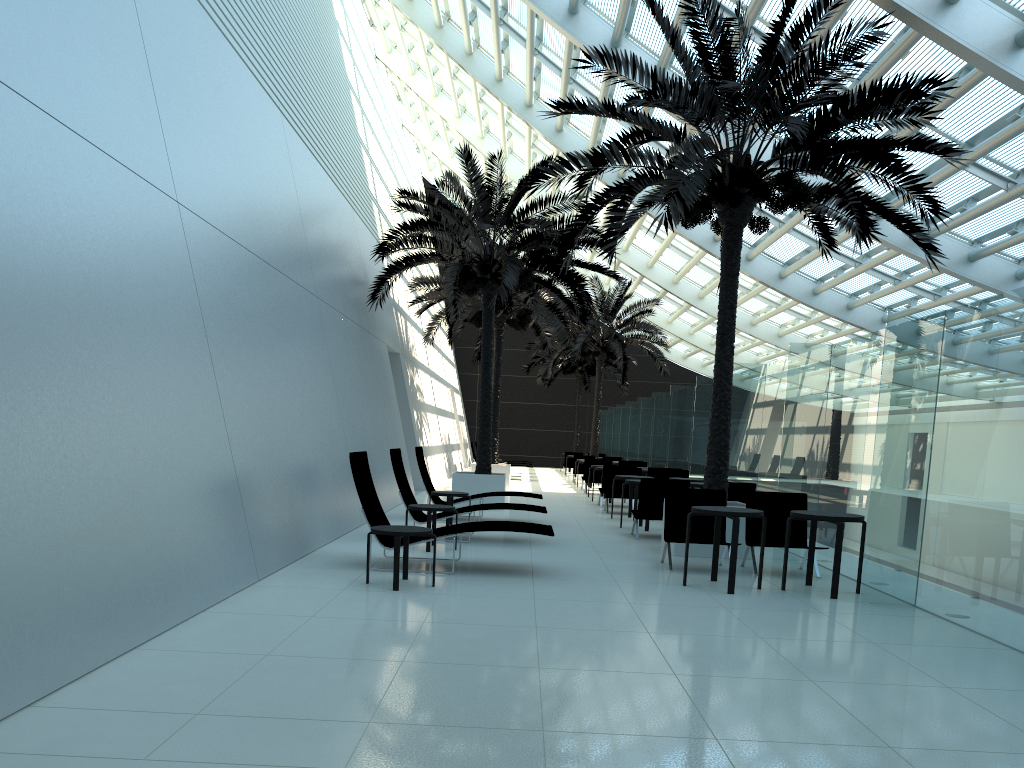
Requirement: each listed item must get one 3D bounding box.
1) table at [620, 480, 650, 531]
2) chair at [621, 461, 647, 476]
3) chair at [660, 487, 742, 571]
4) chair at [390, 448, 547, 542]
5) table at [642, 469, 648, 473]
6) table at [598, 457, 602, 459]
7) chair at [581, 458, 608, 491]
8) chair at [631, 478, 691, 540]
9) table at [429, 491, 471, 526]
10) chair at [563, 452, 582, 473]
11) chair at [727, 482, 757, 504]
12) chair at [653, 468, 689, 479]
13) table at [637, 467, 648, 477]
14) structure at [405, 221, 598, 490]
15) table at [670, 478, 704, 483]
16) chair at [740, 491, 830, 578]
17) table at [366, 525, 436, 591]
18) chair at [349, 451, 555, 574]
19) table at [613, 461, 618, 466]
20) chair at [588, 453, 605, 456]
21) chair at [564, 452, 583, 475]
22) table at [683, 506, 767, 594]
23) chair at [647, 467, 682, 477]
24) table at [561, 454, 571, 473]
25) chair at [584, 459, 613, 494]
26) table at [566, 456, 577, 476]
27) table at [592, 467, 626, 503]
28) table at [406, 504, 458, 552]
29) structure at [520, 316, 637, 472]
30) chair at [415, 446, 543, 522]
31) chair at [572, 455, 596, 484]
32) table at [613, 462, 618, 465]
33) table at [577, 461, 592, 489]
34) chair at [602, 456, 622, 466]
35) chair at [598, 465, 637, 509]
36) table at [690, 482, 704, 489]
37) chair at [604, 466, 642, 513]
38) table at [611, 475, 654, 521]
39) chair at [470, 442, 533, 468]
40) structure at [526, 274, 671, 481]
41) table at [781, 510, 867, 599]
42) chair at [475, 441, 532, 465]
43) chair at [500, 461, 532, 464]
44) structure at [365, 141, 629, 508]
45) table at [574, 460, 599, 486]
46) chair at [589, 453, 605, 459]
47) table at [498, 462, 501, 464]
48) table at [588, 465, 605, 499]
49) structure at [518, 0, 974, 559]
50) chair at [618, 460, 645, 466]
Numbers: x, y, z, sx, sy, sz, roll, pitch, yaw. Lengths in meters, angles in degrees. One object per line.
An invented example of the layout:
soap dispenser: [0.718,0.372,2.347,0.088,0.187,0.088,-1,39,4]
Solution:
table: [2.142,1.945,14.006,0.674,0.788,0.679,5,4,43]
chair: [3.206,2.455,22.552,0.716,0.896,0.880,3,2,1]
chair: [2.103,1.625,9.699,0.716,0.896,0.880,3,2,1]
chair: [-0.552,1.476,11.550,2.036,1.170,0.913,3,3,1]
table: [3.188,2.343,19.791,0.674,0.788,0.679,5,4,43]
table: [3.367,3.125,32.527,0.674,0.788,0.678,5,3,39]
chair: [2.312,2.518,24.256,0.716,0.896,0.880,3,2,1]
chair: [2.159,1.817,12.823,0.716,0.896,0.880,3,2,1]
table: [-0.930,1.873,13.001,0.549,0.522,0.554,4,2,43]
chair: [2.462,3.209,35.527,0.716,0.896,0.880,3,2,1]
chair: [3.091,1.859,12.816,0.716,0.896,0.880,3,2,1]
chair: [3.131,2.109,16.899,0.716,0.896,0.880,3,2,1]
table: [3.217,2.434,21.256,0.674,0.788,0.678,5,3,39]
structure: [-0.511,-0.708,22.566,4.256,6.964,4.617,5,5,34]
table: [3.141,2.088,15.616,0.674,0.788,0.678,5,3,39]
chair: [3.034,1.667,9.692,0.716,0.896,0.880,3,2,1]
table: [-0.999,1.558,7.858,0.549,0.522,0.554,4,2,43]
chair: [-0.587,1.318,8.978,2.036,1.170,0.913,3,3,1]
table: [3.291,2.777,26.862,0.674,0.788,0.678,5,3,39]
chair: [3.394,3.251,35.520,0.716,0.896,0.880,3,2,1]
chair: [2.425,3.104,33.830,0.716,0.896,0.880,3,2,1]
table: [2.078,1.609,8.530,0.679,0.788,0.673,0,3,-42]
chair: [3.168,2.214,18.608,0.716,0.896,0.880,3,2,1]
table: [2.445,3.337,36.710,0.679,0.788,0.673,0,3,-42]
chair: [2.275,2.413,22.559,0.716,0.896,0.880,3,2,1]
table: [2.398,3.081,32.534,0.674,0.788,0.678,5,3,39]
table: [2.219,2.300,19.798,0.674,0.788,0.679,5,4,43]
table: [-0.965,1.716,10.430,0.549,0.522,0.554,4,2,43]
structure: [3.082,0.335,38.096,4.462,7.090,4.751,1,4,-21]
chair: [-0.518,1.633,14.121,2.036,1.170,0.913,3,3,1]
chair: [2.349,2.756,28.140,0.716,0.896,0.880,3,2,1]
table: [3.263,2.689,25.432,0.674,0.788,0.679,5,4,43]
table: [2.295,2.646,25.439,0.674,0.788,0.679,5,4,43]
chair: [3.281,2.797,28.133,0.716,0.896,0.880,3,2,1]
chair: [2.236,2.172,18.615,0.716,0.896,0.880,3,2,1]
table: [3.110,1.988,13.999,0.674,0.788,0.679,5,4,43]
chair: [2.199,2.067,16.906,0.716,0.896,0.880,3,2,1]
table: [2.173,2.044,15.623,0.674,0.788,0.678,5,3,39]
chair: [-0.329,2.503,28.311,2.036,1.170,0.913,3,3,1]
structure: [2.947,-0.165,29.955,4.826,7.092,4.390,2,4,-6]
table: [3.046,1.653,8.522,0.679,0.788,0.673,0,3,-42]
chair: [-0.294,2.661,30.882,2.036,1.170,0.913,3,3,1]
chair: [-0.259,2.823,33.534,2.036,1.170,0.913,3,3,1]
structure: [-0.387,-1.036,16.569,4.648,6.903,4.226,1,4,-21]
table: [2.323,2.734,26.870,0.674,0.788,0.678,5,3,39]
chair: [3.357,3.146,33.823,0.716,0.896,0.880,3,2,1]
table: [-0.706,2.901,29.762,0.549,0.522,0.554,4,2,43]
table: [2.248,2.390,21.264,0.674,0.788,0.678,5,3,39]
structure: [2.696,-1.338,10.817,4.803,7.091,4.412,4,4,19]
chair: [3.243,2.560,24.249,0.716,0.896,0.880,3,2,1]
